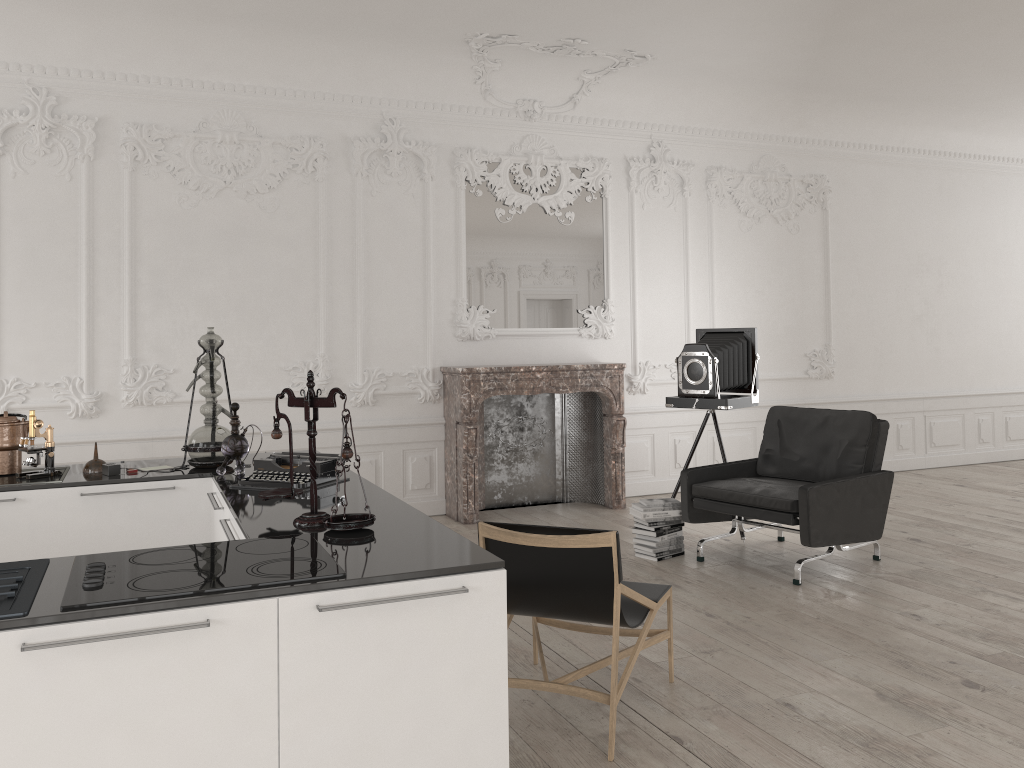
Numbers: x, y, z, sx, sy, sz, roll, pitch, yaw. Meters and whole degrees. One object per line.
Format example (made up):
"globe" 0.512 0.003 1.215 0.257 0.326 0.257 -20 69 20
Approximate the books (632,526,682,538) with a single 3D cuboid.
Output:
"books" 0.974 0.973 5.929 0.198 0.035 0.300 2 4 45

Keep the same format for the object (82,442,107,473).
"object" -1.902 0.332 4.041 0.111 0.132 0.111 -1 0 -17

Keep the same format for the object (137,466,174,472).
"object" -1.648 0.390 4.081 0.141 0.004 0.093 -4 4 -43

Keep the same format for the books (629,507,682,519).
"books" 0.969 0.856 5.928 0.310 0.041 0.199 -2 3 -16

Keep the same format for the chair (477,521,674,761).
"chair" 0.243 0.893 3.518 0.630 0.772 0.781 -1 1 22

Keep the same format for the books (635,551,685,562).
"books" 0.990 1.137 5.922 0.277 0.025 0.199 -3 4 -40

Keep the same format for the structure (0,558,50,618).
"structure" -1.525 0.490 1.968 0.842 0.014 0.520 -2 3 -23

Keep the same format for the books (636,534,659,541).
"books" 0.990 1.008 5.945 0.252 0.030 0.193 -4 4 -44

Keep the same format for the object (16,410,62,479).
"object" -2.096 0.261 3.923 0.131 0.292 0.169 -2 -1 37

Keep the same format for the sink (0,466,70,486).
"sink" -2.531 0.489 3.732 1.165 0.141 0.485 -2 3 -23

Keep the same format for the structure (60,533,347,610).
"structure" -0.792 0.460 2.276 0.628 0.021 0.506 -2 3 -23

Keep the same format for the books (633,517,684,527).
"books" 0.985 0.914 5.936 0.274 0.025 0.199 -2 3 -21

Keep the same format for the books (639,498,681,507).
"books" 0.997 0.797 5.948 0.243 0.022 0.172 -1 3 -8

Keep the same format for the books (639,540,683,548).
"books" 1.003 1.060 5.941 0.243 0.022 0.172 -3 3 -35

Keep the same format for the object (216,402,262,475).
"object" -1.207 0.237 3.939 0.222 0.312 0.203 -1 0 -25

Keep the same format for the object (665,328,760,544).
"object" 1.551 0.340 6.669 0.710 1.525 0.655 -2 -1 42

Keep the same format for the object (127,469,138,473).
"object" -1.711 0.392 3.983 0.039 0.011 0.026 -3 3 -43

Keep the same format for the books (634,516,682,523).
"books" 0.981 0.889 5.938 0.280 0.025 0.199 -2 3 -17

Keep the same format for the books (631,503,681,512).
"books" 0.975 0.822 5.938 0.290 0.026 0.205 -2 3 -15

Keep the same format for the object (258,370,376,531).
"object" -0.642 0.201 2.829 0.512 0.491 0.168 0 -1 40

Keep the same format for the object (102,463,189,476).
"object" -1.639 0.373 3.996 0.376 0.045 0.123 -3 3 -34

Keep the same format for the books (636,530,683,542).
"books" 0.990 1.008 5.945 0.259 0.035 0.199 -4 4 -44

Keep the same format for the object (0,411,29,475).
"object" -2.297 0.264 4.029 0.208 0.280 0.186 -1 0 18

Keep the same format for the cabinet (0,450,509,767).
"cabinet" -1.653 0.888 3.002 2.462 0.883 2.706 -2 3 -23

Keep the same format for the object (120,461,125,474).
"object" -1.738 0.372 3.944 0.017 0.056 0.017 0 -2 -43

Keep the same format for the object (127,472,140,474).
"object" -1.694 0.398 3.963 0.060 0.001 0.020 -4 4 -43

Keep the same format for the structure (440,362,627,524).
"structure" 0.183 0.459 7.566 1.545 1.250 0.658 -1 0 -23

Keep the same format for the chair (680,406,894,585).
"chair" 1.815 0.660 5.770 1.088 0.964 0.973 -2 1 -38

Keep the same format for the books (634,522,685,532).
"books" 0.987 0.941 5.928 0.277 0.025 0.199 -3 3 -35

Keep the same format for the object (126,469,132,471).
"object" -1.730 0.390 4.023 0.042 0.012 0.032 -3 3 -38

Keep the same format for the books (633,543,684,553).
"books" 0.984 1.084 5.932 0.280 0.025 0.199 -3 3 -33

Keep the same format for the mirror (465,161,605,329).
"mirror" 0.216 -1.208 7.832 1.435 1.574 0.009 -1 -2 -23

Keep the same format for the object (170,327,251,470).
"object" -1.383 0.058 4.140 0.294 0.652 0.318 -1 -1 21

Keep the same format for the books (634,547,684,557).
"books" 0.988 1.110 5.930 0.274 0.025 0.199 -3 4 -37

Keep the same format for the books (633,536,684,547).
"books" 0.981 1.040 5.932 0.290 0.026 0.205 -3 4 -41

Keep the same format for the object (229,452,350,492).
"object" -0.910 0.350 3.613 0.383 0.111 0.317 0 3 22
